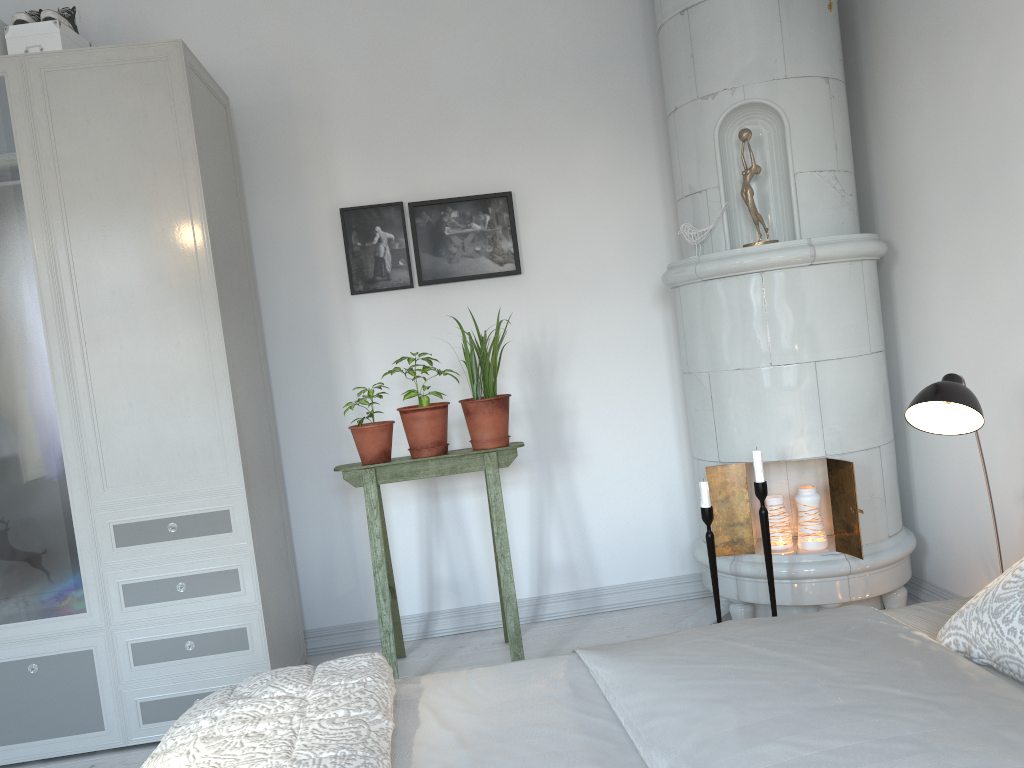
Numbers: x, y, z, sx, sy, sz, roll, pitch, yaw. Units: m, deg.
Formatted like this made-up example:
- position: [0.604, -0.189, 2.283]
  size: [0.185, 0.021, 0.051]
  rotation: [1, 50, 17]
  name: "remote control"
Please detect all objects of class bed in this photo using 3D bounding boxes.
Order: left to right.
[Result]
- position: [0.503, 0.490, 0.937]
  size: [2.176, 1.047, 1.887]
  rotation: [-7, 2, -4]
  name: "bed"

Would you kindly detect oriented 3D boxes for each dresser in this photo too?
- position: [-1.613, 0.095, 3.023]
  size: [1.432, 2.165, 0.630]
  rotation: [-7, 3, -4]
  name: "dresser"

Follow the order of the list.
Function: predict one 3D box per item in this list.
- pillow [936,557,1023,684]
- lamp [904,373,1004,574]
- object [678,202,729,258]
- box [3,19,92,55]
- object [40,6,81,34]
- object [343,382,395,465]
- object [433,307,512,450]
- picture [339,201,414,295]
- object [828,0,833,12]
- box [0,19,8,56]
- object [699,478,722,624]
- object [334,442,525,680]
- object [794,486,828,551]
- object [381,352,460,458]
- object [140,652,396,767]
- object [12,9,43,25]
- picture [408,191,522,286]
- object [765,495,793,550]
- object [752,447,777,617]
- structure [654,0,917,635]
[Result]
- position: [0.917, 0.326, 0.931]
  size: [0.415, 0.226, 1.146]
  rotation: [-8, 2, -12]
  name: "pillow"
- position: [1.178, 0.413, 2.249]
  size: [0.450, 0.937, 0.824]
  rotation: [-6, 3, 13]
  name: "lamp"
- position: [0.656, -0.521, 3.027]
  size: [0.196, 0.165, 0.059]
  rotation: [-5, 4, 40]
  name: "object"
- position: [-1.530, -1.083, 2.952]
  size: [0.182, 0.158, 0.227]
  rotation: [-7, 3, 1]
  name: "box"
- position: [-1.499, -1.219, 2.952]
  size: [0.080, 0.110, 0.212]
  rotation: [-7, 2, 2]
  name: "object"
- position: [-0.502, 0.138, 3.098]
  size: [0.194, 0.278, 0.177]
  rotation: [-9, 4, -37]
  name: "object"
- position: [-0.108, -0.023, 3.098]
  size: [0.300, 0.499, 0.333]
  rotation: [-8, 3, -21]
  name: "object"
- position: [-0.536, -0.538, 3.519]
  size: [0.250, 0.342, 0.022]
  rotation: [-7, 3, -4]
  name: "picture"
- position: [0.965, -1.412, 2.755]
  size: [0.105, 0.506, 0.117]
  rotation: [-9, 4, -31]
  name: "object"
- position: [-1.788, -1.071, 2.931]
  size: [0.281, 0.199, 0.285]
  rotation: [-7, 3, -4]
  name: "box"
- position: [0.652, 0.611, 2.863]
  size: [0.091, 0.623, 0.091]
  rotation: [-9, 4, -26]
  name: "object"
- position: [-0.242, 0.634, 3.149]
  size: [0.671, 0.775, 0.431]
  rotation: [-7, 3, -4]
  name: "object"
- position: [1.010, 0.454, 3.004]
  size: [0.098, 0.210, 0.098]
  rotation: [-7, 3, -6]
  name: "object"
- position: [-0.306, 0.067, 3.092]
  size: [0.258, 0.370, 0.234]
  rotation: [-7, 3, 8]
  name: "object"
- position: [-0.336, 0.558, 0.880]
  size: [0.405, 0.104, 1.459]
  rotation: [-7, 2, -5]
  name: "object"
- position: [-1.601, -1.206, 2.945]
  size: [0.080, 0.110, 0.213]
  rotation: [-8, 2, -11]
  name: "object"
- position: [-0.188, -0.580, 3.541]
  size: [0.415, 0.329, 0.037]
  rotation: [-7, 3, -4]
  name: "picture"
- position: [0.917, 0.478, 3.068]
  size: [0.093, 0.180, 0.092]
  rotation: [-7, 3, 0]
  name: "object"
- position: [0.795, 0.549, 2.747]
  size: [0.091, 0.719, 0.091]
  rotation: [-7, 3, 5]
  name: "object"
- position: [0.793, -0.447, 3.044]
  size: [0.801, 2.839, 1.245]
  rotation: [-4, 4, 41]
  name: "structure"
